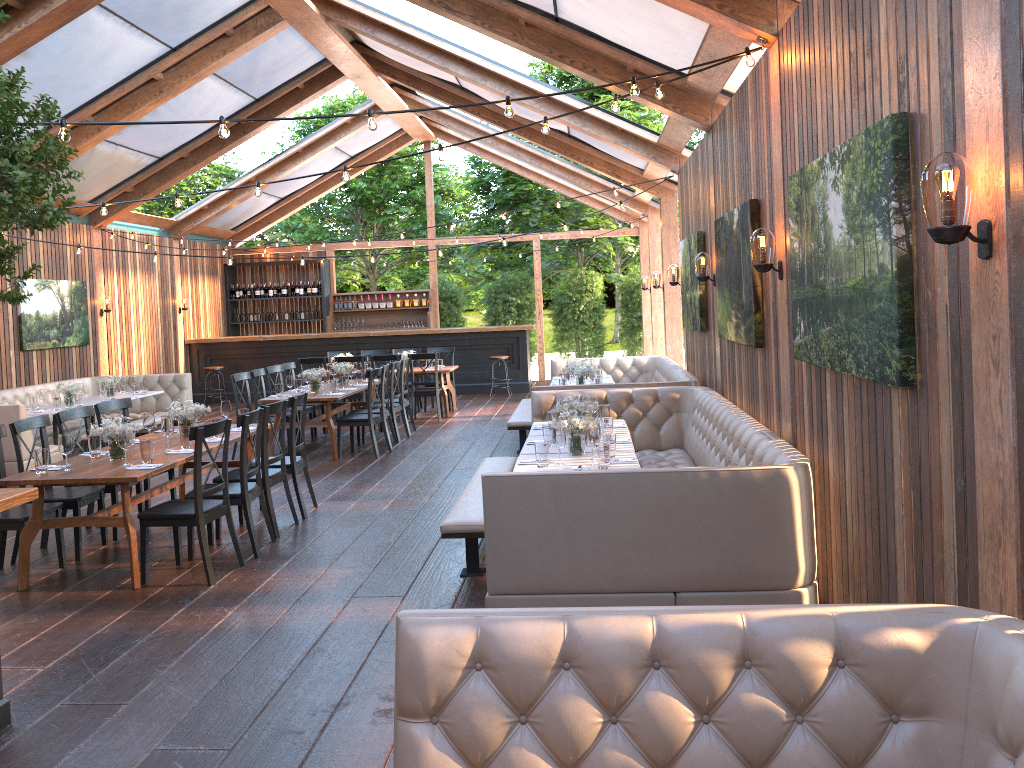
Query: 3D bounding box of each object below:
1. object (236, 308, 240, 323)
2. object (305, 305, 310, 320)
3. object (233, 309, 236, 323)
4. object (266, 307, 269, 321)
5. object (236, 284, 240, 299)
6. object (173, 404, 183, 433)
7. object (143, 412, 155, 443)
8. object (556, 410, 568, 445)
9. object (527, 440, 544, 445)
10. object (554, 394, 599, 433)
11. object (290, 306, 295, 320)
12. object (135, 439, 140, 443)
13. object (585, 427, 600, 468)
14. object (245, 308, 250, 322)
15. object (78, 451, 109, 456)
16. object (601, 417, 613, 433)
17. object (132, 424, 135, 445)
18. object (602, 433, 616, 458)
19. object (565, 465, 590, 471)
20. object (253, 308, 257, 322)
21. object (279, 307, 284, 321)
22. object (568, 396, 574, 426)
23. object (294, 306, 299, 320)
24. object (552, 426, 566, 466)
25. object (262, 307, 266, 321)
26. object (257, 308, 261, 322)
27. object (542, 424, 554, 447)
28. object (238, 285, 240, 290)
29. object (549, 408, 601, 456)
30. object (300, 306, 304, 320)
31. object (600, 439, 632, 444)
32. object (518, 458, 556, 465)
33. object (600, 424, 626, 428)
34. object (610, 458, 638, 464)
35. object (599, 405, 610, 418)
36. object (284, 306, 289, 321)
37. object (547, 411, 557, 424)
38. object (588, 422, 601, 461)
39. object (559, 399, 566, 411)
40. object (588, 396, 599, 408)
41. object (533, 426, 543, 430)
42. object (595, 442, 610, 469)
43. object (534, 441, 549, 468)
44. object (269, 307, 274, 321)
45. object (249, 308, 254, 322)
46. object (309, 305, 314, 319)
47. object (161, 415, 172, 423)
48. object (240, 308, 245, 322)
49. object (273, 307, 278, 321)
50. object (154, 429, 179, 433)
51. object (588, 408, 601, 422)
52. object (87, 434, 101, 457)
[{"bbox_3d":[-5.978,-1.496,19.308,0.094,0.308,0.094,-2,2,10],"label":"object"},{"bbox_3d":[-4.446,-1.552,19.205,0.094,0.308,0.094,-2,2,26],"label":"object"},{"bbox_3d":[-6.069,-1.499,19.378,0.094,0.308,0.094,-3,2,-8],"label":"object"},{"bbox_3d":[-5.318,-1.522,19.278,0.094,0.308,0.094,-1,2,31],"label":"object"},{"bbox_3d":[-5.983,-2.018,19.309,0.087,0.334,0.087,-3,2,-15],"label":"object"},{"bbox_3d":[-2.857,0.296,7.584,0.092,0.244,0.092,-1,2,30],"label":"object"},{"bbox_3d":[-2.875,0.348,7.013,0.092,0.244,0.092,-4,3,-43],"label":"object"},{"bbox_3d":[0.365,0.319,6.452,0.092,0.244,0.092,-4,2,-37],"label":"object"},{"bbox_3d":[0.236,0.427,6.562,0.255,0.019,0.158,-2,5,5],"label":"object"},{"bbox_3d":[0.516,0.234,6.951,0.336,0.309,0.330,-1,4,22],"label":"object"},{"bbox_3d":[-4.779,-1.540,19.228,0.094,0.308,0.095,-1,2,32],"label":"object"},{"bbox_3d":[-3.023,0.458,7.126,0.255,0.019,0.158,-2,5,5],"label":"object"},{"bbox_3d":[0.505,0.396,5.550,0.092,0.244,0.092,-4,2,-37],"label":"object"},{"bbox_3d":[-5.785,-1.507,19.338,0.094,0.308,0.095,-1,2,32],"label":"object"},{"bbox_3d":[-3.075,0.513,6.591,0.255,0.019,0.158,-2,5,5],"label":"object"},{"bbox_3d":[0.714,0.333,6.610,0.092,0.158,0.092,-3,2,-9],"label":"object"},{"bbox_3d":[-3.008,0.403,6.957,0.092,0.158,0.092,-4,3,-29],"label":"object"},{"bbox_3d":[0.644,0.406,5.840,0.092,0.158,0.092,-3,2,-9],"label":"object"},{"bbox_3d":[0.399,0.526,5.415,0.157,0.019,0.256,-2,5,5],"label":"object"},{"bbox_3d":[-5.602,-1.515,19.335,0.094,0.308,0.094,-3,2,-31],"label":"object"},{"bbox_3d":[-5.014,-1.531,19.242,0.094,0.308,0.094,-2,2,5],"label":"object"},{"bbox_3d":[0.493,0.224,7.426,0.092,0.244,0.092,-4,2,-37],"label":"object"},{"bbox_3d":[-4.667,-1.541,19.182,0.094,0.308,0.094,-3,2,-30],"label":"object"},{"bbox_3d":[0.302,0.397,5.642,0.092,0.244,0.092,-4,2,-37],"label":"object"},{"bbox_3d":[-5.413,-1.520,19.300,0.094,0.308,0.094,-2,2,1],"label":"object"},{"bbox_3d":[-5.514,-1.512,19.268,0.094,0.308,0.094,-2,2,26],"label":"object"},{"bbox_3d":[0.267,0.372,6.391,0.092,0.158,0.092,-3,2,-9],"label":"object"},{"bbox_3d":[-5.999,-2.019,19.438,0.078,0.312,0.078,-2,2,0],"label":"object"},{"bbox_3d":[0.436,0.326,5.995,0.336,0.309,0.330,-1,4,17],"label":"object"},{"bbox_3d":[-4.556,-1.547,19.199,0.094,0.308,0.094,-3,2,-31],"label":"object"},{"bbox_3d":[0.746,0.416,6.443,0.255,0.019,0.158,-2,5,5],"label":"object"},{"bbox_3d":[0.167,0.503,5.772,0.255,0.019,0.158,-2,5,5],"label":"object"},{"bbox_3d":[0.807,0.341,7.227,0.255,0.019,0.158,-2,5,5],"label":"object"},{"bbox_3d":[0.679,0.490,5.670,0.255,0.019,0.158,-2,5,5],"label":"object"},{"bbox_3d":[0.778,0.256,7.410,0.092,0.158,0.092,-3,2,-9],"label":"object"},{"bbox_3d":[-4.896,-1.534,19.214,0.094,0.308,0.094,-2,2,2],"label":"object"},{"bbox_3d":[0.332,0.300,7.145,0.092,0.158,0.092,-3,2,-9],"label":"object"},{"bbox_3d":[0.541,0.373,5.791,0.092,0.244,0.092,-4,2,-37],"label":"object"},{"bbox_3d":[0.423,0.248,7.201,0.092,0.244,0.092,-4,2,-37],"label":"object"},{"bbox_3d":[0.677,0.224,7.335,0.092,0.244,0.092,-2,2,8],"label":"object"},{"bbox_3d":[0.299,0.356,7.310,0.255,0.019,0.158,-2,5,5],"label":"object"},{"bbox_3d":[0.563,0.446,5.448,0.092,0.158,0.092,-3,2,-9],"label":"object"},{"bbox_3d":[0.190,0.448,5.600,0.092,0.158,0.092,-3,2,-9],"label":"object"},{"bbox_3d":[-5.235,-1.521,19.232,0.094,0.308,0.094,-2,2,6],"label":"object"},{"bbox_3d":[-5.691,-1.510,19.328,0.094,0.308,0.094,-2,2,2],"label":"object"},{"bbox_3d":[-4.345,-1.553,19.168,0.094,0.308,0.094,-2,2,1],"label":"object"},{"bbox_3d":[-2.937,0.347,7.531,0.092,0.158,0.092,0,3,41],"label":"object"},{"bbox_3d":[-5.887,-1.500,19.309,0.094,0.308,0.094,-3,2,-30],"label":"object"},{"bbox_3d":[-5.130,-1.523,19.205,0.094,0.308,0.094,-3,2,-13],"label":"object"},{"bbox_3d":[-2.972,0.402,7.710,0.255,0.019,0.158,-2,5,5],"label":"object"},{"bbox_3d":[0.612,0.300,6.543,0.092,0.244,0.092,-4,2,-37],"label":"object"},{"bbox_3d":[-3.027,0.449,6.421,0.092,0.158,0.092,-1,3,31],"label":"object"}]
